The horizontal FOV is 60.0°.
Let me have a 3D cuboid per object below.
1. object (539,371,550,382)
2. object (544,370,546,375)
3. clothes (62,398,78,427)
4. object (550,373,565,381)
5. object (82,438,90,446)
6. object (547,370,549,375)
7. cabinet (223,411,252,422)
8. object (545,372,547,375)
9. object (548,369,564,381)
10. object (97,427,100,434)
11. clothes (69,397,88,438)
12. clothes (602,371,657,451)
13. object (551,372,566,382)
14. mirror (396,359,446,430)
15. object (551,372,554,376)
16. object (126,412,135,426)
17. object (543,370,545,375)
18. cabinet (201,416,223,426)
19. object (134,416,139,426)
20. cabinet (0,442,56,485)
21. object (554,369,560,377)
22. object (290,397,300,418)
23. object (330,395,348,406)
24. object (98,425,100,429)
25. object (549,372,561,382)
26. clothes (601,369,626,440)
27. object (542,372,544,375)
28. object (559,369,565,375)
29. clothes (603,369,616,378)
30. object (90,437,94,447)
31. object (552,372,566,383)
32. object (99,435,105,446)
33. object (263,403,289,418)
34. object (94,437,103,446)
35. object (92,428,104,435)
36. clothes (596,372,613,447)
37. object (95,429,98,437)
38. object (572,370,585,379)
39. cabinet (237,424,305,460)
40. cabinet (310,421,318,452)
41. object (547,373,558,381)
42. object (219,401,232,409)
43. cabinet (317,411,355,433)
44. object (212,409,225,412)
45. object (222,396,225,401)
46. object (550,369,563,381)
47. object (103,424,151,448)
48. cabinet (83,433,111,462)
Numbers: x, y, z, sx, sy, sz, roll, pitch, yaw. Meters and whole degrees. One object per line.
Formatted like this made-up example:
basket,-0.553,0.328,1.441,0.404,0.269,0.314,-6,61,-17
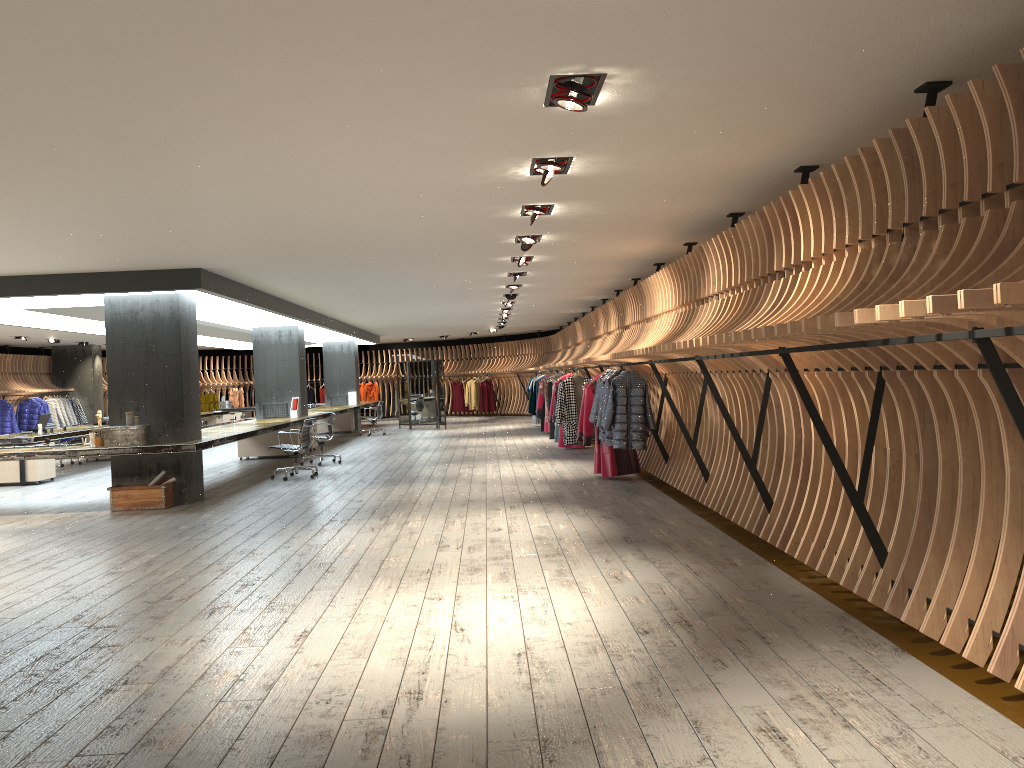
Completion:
object,0.890,-0.193,21.060,0.525,0.270,0.012,-3,0,3
object,0.856,-0.210,22.511,0.525,0.270,0.012,-3,0,-2
clothes,-12.229,0.897,24.189,0.752,1.062,0.128,-3,0,-3
object,1.010,-0.171,17.644,0.548,0.256,0.023,-2,0,24
object,-5.043,0.540,10.881,0.431,0.429,0.195,-3,0,-6
object,0.895,-0.195,21.241,0.525,0.270,0.012,-2,0,23
cabinet,-8.438,1.171,27.265,0.593,0.630,1.131,-3,0,-2
object,0.865,-0.202,21.974,0.525,0.270,0.012,-3,0,-2
object,0.974,-0.185,18.233,0.549,0.243,0.023,-2,0,35
object,-4.957,0.624,10.686,0.084,0.240,0.009,-2,0,-25
clothes,-12.235,0.947,24.740,0.799,1.186,0.191,-3,0,-1
clothes,1.234,0.285,9.530,0.682,0.854,0.181,-3,0,41
object,1.002,-0.177,17.320,0.549,0.243,0.023,-3,0,0
mirror,-2.472,0.293,24.370,2.111,1.892,0.443,-3,0,39
object,0.942,-0.187,20.028,0.525,0.270,0.012,-3,0,8
object,-4.479,0.429,10.474,0.088,0.204,0.262,-3,0,-3
object,0.848,-0.212,22.745,0.525,0.270,0.012,-3,0,3
cabinet,-8.331,1.202,23.565,1.131,0.630,0.593,-3,0,-2
object,-4.389,0.432,10.373,0.062,0.109,0.062,-3,0,-31
cabinet,-7.934,1.277,14.027,1.131,0.630,0.593,-3,0,-2
object,0.940,-0.172,19.166,0.524,0.286,0.015,-3,0,-17
object,-4.217,0.457,17.222,0.129,0.383,0.239,-3,0,-2
object,-4.788,0.463,24.554,0.459,0.289,0.329,-3,0,1
object,-4.942,0.611,10.672,0.012,0.264,0.062,-3,-1,41
object,0.989,-0.181,17.871,0.549,0.243,0.023,-3,0,5
clothes,1.244,0.257,9.861,0.530,0.856,0.234,-3,0,-3
object,0.835,-0.207,23.118,0.525,0.270,0.012,-3,0,3
object,0.980,-0.184,18.029,0.549,0.243,0.023,-3,0,-40
clothes,1.226,0.253,10.162,0.511,0.854,0.228,-3,0,19
object,-5.032,0.693,10.642,0.061,0.111,0.061,-3,0,-13
object,1.038,-0.167,17.129,0.547,0.262,0.023,-3,0,0
object,-4.914,0.680,10.687,0.108,0.128,0.108,-3,0,13
object,-4.568,0.525,17.154,0.459,0.289,0.329,-3,0,-4
object,-4.928,0.685,10.567,0.084,0.111,0.083,-3,0,-14
object,-4.960,0.639,10.632,0.138,0.209,0.034,-3,0,-22
clothes,1.225,0.280,9.986,0.585,0.854,0.211,-3,0,26
object,-4.934,0.631,10.553,0.054,0.207,0.008,-2,0,-19
object,1.094,-0.137,14.612,0.525,0.270,0.012,-3,0,-12
cabinet,-4.601,1.096,16.950,1.131,0.630,0.593,-3,0,-2
cabinet,-4.641,1.085,18.302,1.131,0.630,0.593,-3,0,-2
object,0.978,-0.180,18.137,0.549,0.250,0.023,-3,0,0
object,-8.730,0.641,27.069,0.303,0.239,0.498,-3,0,-1
cabinet,-4.943,1.039,24.351,1.131,0.630,0.593,-3,0,-2
object,-7.904,0.716,23.880,0.302,0.074,0.217,-3,0,-7
object,-8.698,0.461,27.017,0.262,0.204,0.088,-3,0,-3
object,0.986,-0.178,17.764,0.549,0.243,0.023,-3,0,-30
object,-4.524,0.611,10.433,0.498,0.239,0.303,-3,0,-1
cabinet,-8.174,1.246,18.361,1.131,0.630,0.593,-3,0,-2
